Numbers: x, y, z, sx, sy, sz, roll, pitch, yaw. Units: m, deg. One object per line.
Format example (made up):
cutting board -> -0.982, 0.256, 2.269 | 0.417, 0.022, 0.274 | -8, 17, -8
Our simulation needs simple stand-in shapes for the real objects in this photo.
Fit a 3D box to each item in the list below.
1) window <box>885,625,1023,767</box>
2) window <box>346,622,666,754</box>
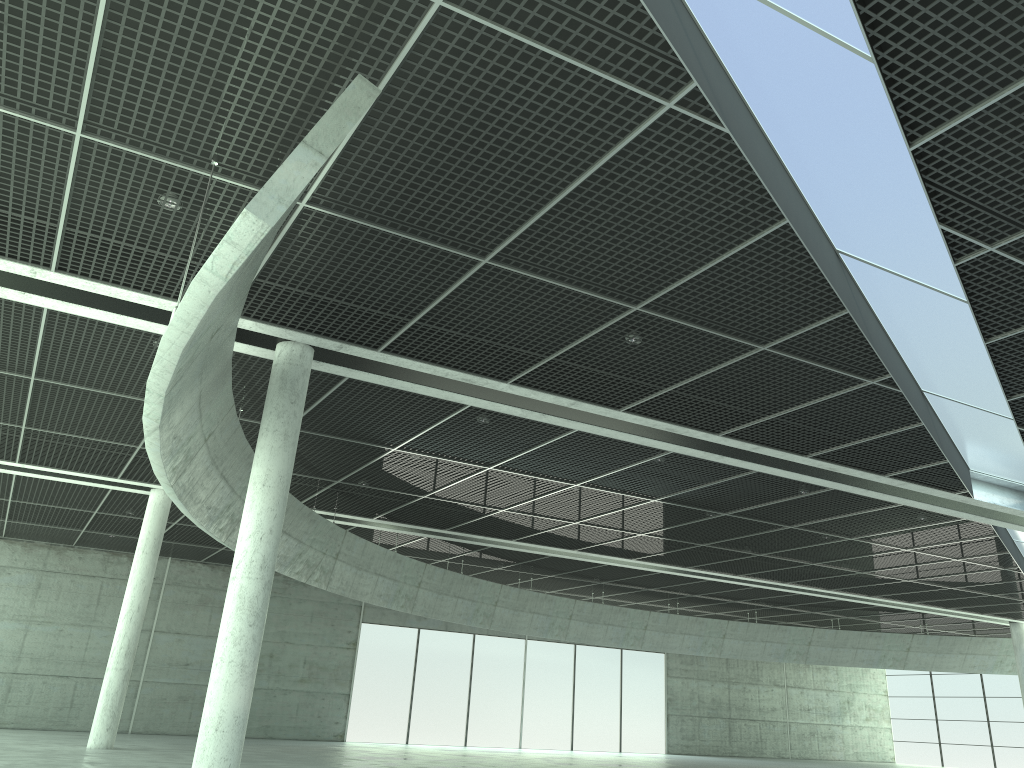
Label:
window -> 25.694, 13.712, 42.926 | 100.642, 16.084, 99.686 | 15, -26, -26
window -> 1.032, 31.835, 82.269 | 33.481, 10.664, 0.159 | 15, -26, -26
